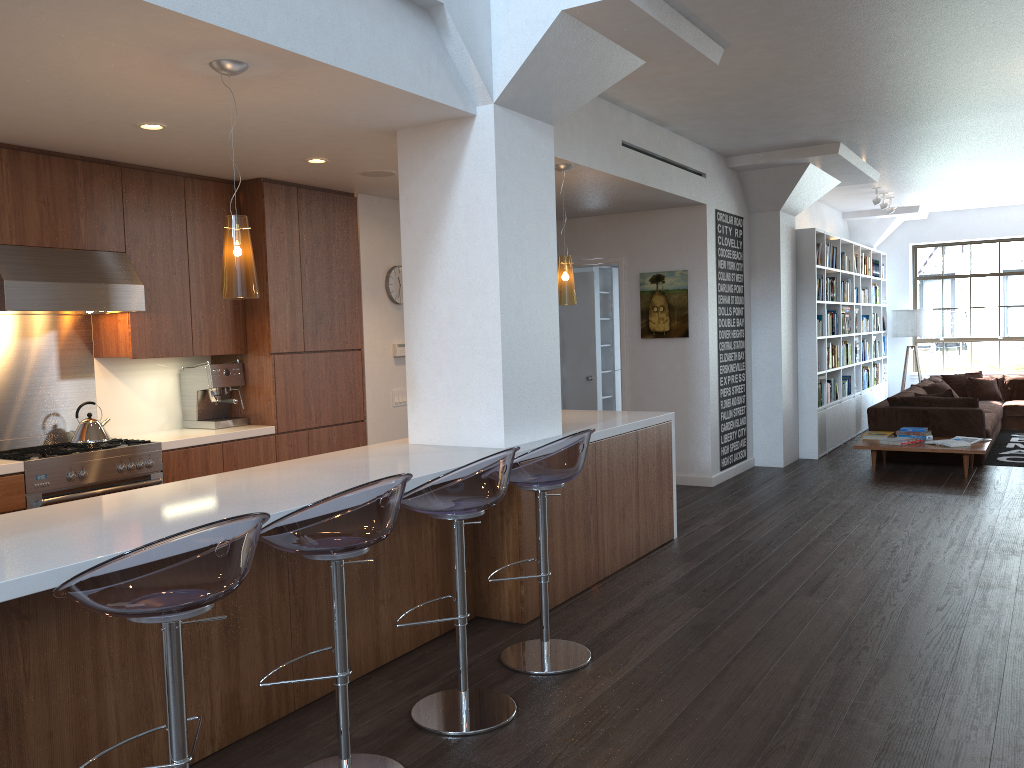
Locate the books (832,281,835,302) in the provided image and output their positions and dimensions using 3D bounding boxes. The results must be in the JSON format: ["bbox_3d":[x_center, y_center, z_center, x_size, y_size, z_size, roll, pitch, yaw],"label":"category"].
[{"bbox_3d":[3.600,-1.055,10.143,0.174,0.240,0.054,0,4,32],"label":"books"}]

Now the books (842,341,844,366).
[{"bbox_3d":[3.855,-0.361,10.558,0.176,0.290,0.053,0,4,31],"label":"books"}]

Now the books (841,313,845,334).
[{"bbox_3d":[3.883,-0.720,10.615,0.183,0.253,0.042,0,4,32],"label":"books"}]

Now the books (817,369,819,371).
[{"bbox_3d":[3.187,-0.152,9.530,0.197,0.035,0.284,0,4,22],"label":"books"}]

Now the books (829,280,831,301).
[{"bbox_3d":[3.497,-1.046,9.988,0.171,0.246,0.039,0,4,32],"label":"books"}]

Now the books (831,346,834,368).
[{"bbox_3d":[3.584,-0.305,10.121,0.171,0.246,0.057,0,4,32],"label":"books"}]

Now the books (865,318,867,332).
[{"bbox_3d":[4.670,-0.782,11.867,0.134,0.184,0.030,0,4,32],"label":"books"}]

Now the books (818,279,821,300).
[{"bbox_3d":[3.200,-1.001,9.471,0.172,0.235,0.112,0,4,32],"label":"books"}]

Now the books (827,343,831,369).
[{"bbox_3d":[3.512,-0.319,10.016,0.176,0.290,0.053,0,4,32],"label":"books"}]

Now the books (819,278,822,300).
[{"bbox_3d":[3.240,-1.010,9.544,0.174,0.242,0.105,0,4,32],"label":"books"}]

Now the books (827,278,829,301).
[{"bbox_3d":[3.451,-1.047,9.924,0.180,0.259,0.042,0,4,32],"label":"books"}]

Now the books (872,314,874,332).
[{"bbox_3d":[4.890,-0.838,12.231,0.174,0.240,0.054,0,4,32],"label":"books"}]

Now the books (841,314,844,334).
[{"bbox_3d":[3.833,-0.706,10.514,0.174,0.240,0.054,0,4,32],"label":"books"}]

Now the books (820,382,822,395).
[{"bbox_3d":[3.264,0.111,9.614,0.183,0.253,0.042,0,4,32],"label":"books"}]

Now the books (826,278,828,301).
[{"bbox_3d":[3.411,-1.039,9.847,0.183,0.253,0.042,0,4,32],"label":"books"}]

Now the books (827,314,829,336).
[{"bbox_3d":[3.436,-0.655,9.870,0.174,0.239,0.045,0,4,32],"label":"books"}]

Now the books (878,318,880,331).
[{"bbox_3d":[5.152,-0.854,12.655,0.161,0.207,0.135,0,4,31],"label":"books"}]

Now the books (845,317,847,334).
[{"bbox_3d":[3.957,-0.704,10.713,0.161,0.207,0.135,0,4,31],"label":"books"}]

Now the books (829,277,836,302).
[{"bbox_3d":[3.644,-1.085,10.249,0.198,0.284,0.049,0,4,32],"label":"books"}]

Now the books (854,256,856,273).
[{"bbox_3d":[4.217,-1.502,11.146,0.174,0.236,0.136,0,4,31],"label":"books"}]

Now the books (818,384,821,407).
[{"bbox_3d":[3.214,0.125,9.514,0.174,0.240,0.054,0,4,32],"label":"books"}]

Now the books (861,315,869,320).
[{"bbox_3d":[4.770,-0.818,12.022,0.140,0.231,0.042,0,4,32],"label":"books"}]

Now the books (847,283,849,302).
[{"bbox_3d":[4.001,-1.106,10.785,0.174,0.239,0.045,0,4,32],"label":"books"}]

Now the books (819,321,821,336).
[{"bbox_3d":[3.265,-0.594,9.558,0.120,0.167,0.020,0,4,32],"label":"books"}]

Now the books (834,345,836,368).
[{"bbox_3d":[3.625,-0.314,10.192,0.183,0.253,0.034,0,4,32],"label":"books"}]

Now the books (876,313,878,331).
[{"bbox_3d":[5.069,-0.868,12.532,0.183,0.253,0.042,0,4,32],"label":"books"}]

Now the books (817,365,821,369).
[{"bbox_3d":[3.186,-0.186,9.528,0.197,0.033,0.284,-1,3,7],"label":"books"}]

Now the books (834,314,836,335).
[{"bbox_3d":[3.621,-0.678,10.165,0.174,0.239,0.045,0,4,32],"label":"books"}]

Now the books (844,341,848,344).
[{"bbox_3d":[3.995,-0.379,10.791,0.176,0.290,0.036,0,4,31],"label":"books"}]

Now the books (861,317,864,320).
[{"bbox_3d":[4.575,-0.781,11.710,0.140,0.206,0.042,0,4,32],"label":"books"}]

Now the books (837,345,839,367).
[{"bbox_3d":[3.717,-0.326,10.334,0.183,0.253,0.034,0,4,32],"label":"books"}]

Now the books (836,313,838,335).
[{"bbox_3d":[3.663,-0.690,10.225,0.182,0.253,0.034,0,4,32],"label":"books"}]

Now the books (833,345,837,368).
[{"bbox_3d":[3.646,-0.316,10.218,0.183,0.253,0.034,0,4,32],"label":"books"}]

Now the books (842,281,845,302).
[{"bbox_3d":[3.872,-1.096,10.573,0.182,0.253,0.034,0,4,32],"label":"books"}]

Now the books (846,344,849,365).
[{"bbox_3d":[3.986,-0.358,10.758,0.183,0.253,0.034,0,4,31],"label":"books"}]

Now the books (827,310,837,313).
[{"bbox_3d":[3.686,-0.713,10.283,0.176,0.294,0.102,0,4,32],"label":"books"}]

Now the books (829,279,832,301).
[{"bbox_3d":[3.533,-1.054,10.053,0.183,0.253,0.042,0,4,32],"label":"books"}]

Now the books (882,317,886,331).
[{"bbox_3d":[5.370,-0.886,13.010,0.182,0.215,0.188,0,4,32],"label":"books"}]

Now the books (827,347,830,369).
[{"bbox_3d":[3.472,-0.291,9.945,0.171,0.246,0.057,0,4,32],"label":"books"}]

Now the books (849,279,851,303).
[{"bbox_3d":[4.064,-1.137,10.906,0.197,0.283,0.065,0,4,32],"label":"books"}]

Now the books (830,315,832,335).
[{"bbox_3d":[3.523,-0.663,10.026,0.167,0.230,0.037,0,4,32],"label":"books"}]

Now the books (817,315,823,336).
[{"bbox_3d":[3.300,-0.633,9.635,0.140,0.231,0.042,0,4,32],"label":"books"}]

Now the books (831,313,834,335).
[{"bbox_3d":[3.567,-0.678,10.080,0.182,0.253,0.034,0,4,32],"label":"books"}]

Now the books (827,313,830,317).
[{"bbox_3d":[3.480,-0.667,9.951,0.159,0.250,0.026,0,4,32],"label":"books"}]

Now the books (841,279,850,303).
[{"bbox_3d":[4.035,-1.136,10.852,0.176,0.290,0.053,0,4,32],"label":"books"}]

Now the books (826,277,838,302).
[{"bbox_3d":[3.685,-1.091,10.284,0.176,0.291,0.053,0,4,32],"label":"books"}]

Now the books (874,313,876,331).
[{"bbox_3d":[5.018,-0.865,12.462,0.180,0.259,0.042,0,4,32],"label":"books"}]
